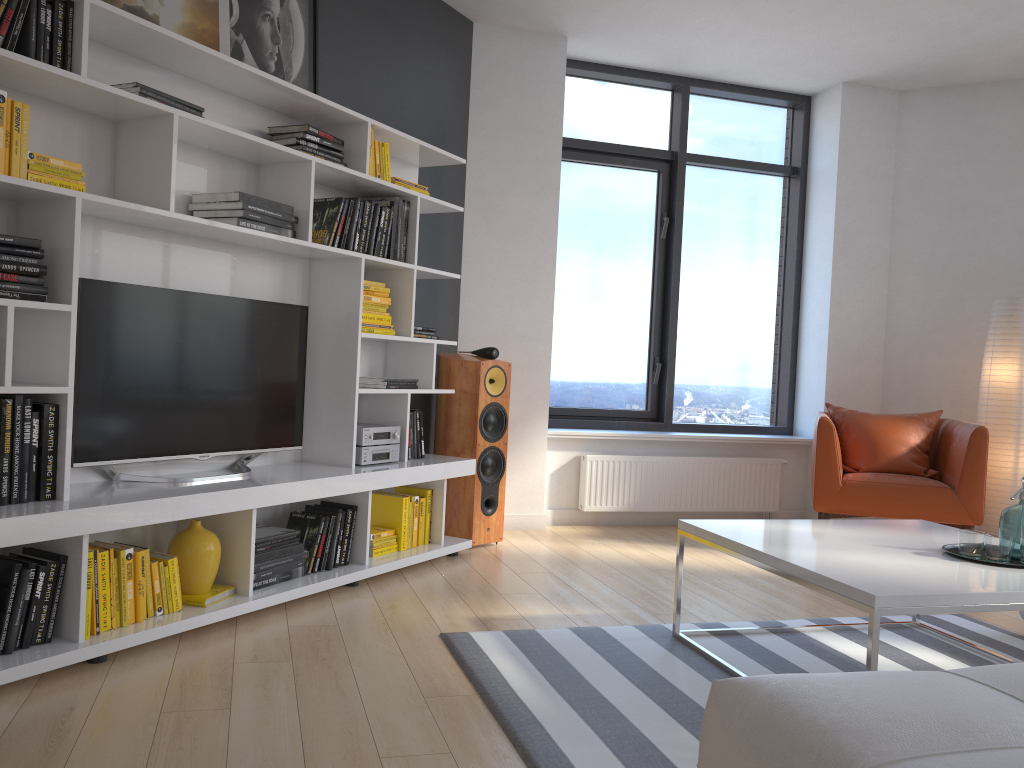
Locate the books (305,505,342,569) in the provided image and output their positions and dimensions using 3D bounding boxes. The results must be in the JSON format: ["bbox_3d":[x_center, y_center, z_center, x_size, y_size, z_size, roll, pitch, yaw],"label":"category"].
[{"bbox_3d":[-0.837,0.662,3.859,0.192,0.254,0.075,3,1,28],"label":"books"}]

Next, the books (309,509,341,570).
[{"bbox_3d":[-0.826,0.671,3.827,0.172,0.242,0.069,3,1,30],"label":"books"}]

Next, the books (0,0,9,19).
[{"bbox_3d":[-1.543,-1.056,2.573,0.166,0.213,0.096,3,1,27],"label":"books"}]

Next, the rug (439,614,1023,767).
[{"bbox_3d":[1.080,0.975,2.749,2.326,0.016,1.662,3,1,-16],"label":"rug"}]

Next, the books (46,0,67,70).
[{"bbox_3d":[-1.449,-1.056,2.735,0.169,0.218,0.038,3,1,29],"label":"books"}]

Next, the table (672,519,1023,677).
[{"bbox_3d":[1.281,0.760,2.927,1.091,0.435,1.091,3,1,-16],"label":"table"}]

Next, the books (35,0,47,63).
[{"bbox_3d":[-1.477,-1.063,2.690,0.176,0.232,0.025,3,1,29],"label":"books"}]

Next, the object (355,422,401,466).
[{"bbox_3d":[-0.713,0.281,4.187,0.270,0.174,0.285,3,1,29],"label":"object"}]

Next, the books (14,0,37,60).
[{"bbox_3d":[-1.485,-1.056,2.666,0.156,0.221,0.021,3,1,29],"label":"books"}]

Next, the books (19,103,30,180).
[{"bbox_3d":[-1.519,-0.716,2.668,0.172,0.234,0.024,3,1,29],"label":"books"}]

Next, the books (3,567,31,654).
[{"bbox_3d":[-1.502,0.657,2.614,0.172,0.242,0.069,3,1,30],"label":"books"}]

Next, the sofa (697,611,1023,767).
[{"bbox_3d":[1.972,0.669,2.225,3.424,0.732,2.614,3,1,-16],"label":"sofa"}]

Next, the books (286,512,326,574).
[{"bbox_3d":[-0.893,0.671,3.750,0.182,0.234,0.104,3,1,29],"label":"books"}]

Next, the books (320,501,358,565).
[{"bbox_3d":[-0.790,0.660,3.945,0.197,0.260,0.066,3,1,29],"label":"books"}]

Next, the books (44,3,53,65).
[{"bbox_3d":[-1.462,-1.048,2.709,0.147,0.200,0.021,3,1,29],"label":"books"}]

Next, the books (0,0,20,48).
[{"bbox_3d":[-1.532,-1.055,2.604,0.171,0.214,0.087,3,1,29],"label":"books"}]

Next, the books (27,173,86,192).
[{"bbox_3d":[-1.459,-0.615,2.758,0.147,0.033,0.190,3,1,29],"label":"books"}]

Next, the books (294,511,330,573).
[{"bbox_3d":[-0.881,0.672,3.782,0.187,0.234,0.096,3,1,29],"label":"books"}]

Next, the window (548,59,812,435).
[{"bbox_3d":[1.095,-0.877,6.084,1.960,2.402,0.170,3,1,-16],"label":"window"}]

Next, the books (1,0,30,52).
[{"bbox_3d":[-1.507,-1.054,2.623,0.154,0.212,0.074,3,1,28],"label":"books"}]

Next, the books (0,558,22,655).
[{"bbox_3d":[-1.537,0.645,2.608,0.197,0.260,0.066,3,1,29],"label":"books"}]

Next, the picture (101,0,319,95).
[{"bbox_3d":[-1.184,-1.546,3.464,0.076,0.707,1.279,3,1,29],"label":"picture"}]

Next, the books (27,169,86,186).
[{"bbox_3d":[-1.461,-0.638,2.760,0.148,0.011,0.196,3,1,29],"label":"books"}]

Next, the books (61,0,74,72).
[{"bbox_3d":[-1.429,-1.062,2.756,0.174,0.230,0.019,3,1,29],"label":"books"}]

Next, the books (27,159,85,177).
[{"bbox_3d":[-1.456,-0.667,2.758,0.134,0.014,0.187,3,1,29],"label":"books"}]

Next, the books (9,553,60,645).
[{"bbox_3d":[-1.480,0.651,2.703,0.191,0.249,0.084,3,1,29],"label":"books"}]

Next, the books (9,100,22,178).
[{"bbox_3d":[-1.528,-0.717,2.643,0.172,0.234,0.024,3,1,29],"label":"books"}]

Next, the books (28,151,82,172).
[{"bbox_3d":[-1.468,-0.688,2.761,0.138,0.026,0.186,3,1,29],"label":"books"}]

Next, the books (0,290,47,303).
[{"bbox_3d":[-1.553,-0.263,2.615,0.189,0.026,0.263,3,1,27],"label":"books"}]

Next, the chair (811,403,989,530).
[{"bbox_3d":[2.226,0.565,5.248,0.896,0.858,0.843,3,1,16],"label":"chair"}]

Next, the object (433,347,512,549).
[{"bbox_3d":[-0.261,0.334,4.928,0.434,1.088,0.290,4,1,44],"label":"object"}]

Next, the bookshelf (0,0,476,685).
[{"bbox_3d":[-1.081,-0.163,3.370,0.455,2.052,3.000,3,1,29],"label":"bookshelf"}]

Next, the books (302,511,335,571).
[{"bbox_3d":[-0.854,0.673,3.803,0.169,0.233,0.081,3,1,28],"label":"books"}]

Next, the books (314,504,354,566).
[{"bbox_3d":[-0.805,0.665,3.915,0.191,0.249,0.084,3,1,29],"label":"books"}]

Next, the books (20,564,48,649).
[{"bbox_3d":[-1.488,0.654,2.664,0.179,0.243,0.071,3,1,28],"label":"books"}]

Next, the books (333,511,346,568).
[{"bbox_3d":[-0.819,0.669,3.880,0.179,0.243,0.068,3,1,27],"label":"books"}]

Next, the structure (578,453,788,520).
[{"bbox_3d":[1.139,0.703,5.803,1.474,0.460,0.110,3,1,-16],"label":"structure"}]

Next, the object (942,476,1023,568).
[{"bbox_3d":[1.566,0.425,2.839,0.330,0.265,0.330,3,1,8],"label":"object"}]

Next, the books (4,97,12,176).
[{"bbox_3d":[-1.543,-0.719,2.624,0.169,0.239,0.023,3,1,29],"label":"books"}]

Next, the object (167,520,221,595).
[{"bbox_3d":[-1.157,0.625,3.229,0.185,0.257,0.185,3,1,6],"label":"object"}]

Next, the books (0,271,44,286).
[{"bbox_3d":[-1.571,-0.317,2.619,0.209,0.030,0.266,3,1,27],"label":"books"}]

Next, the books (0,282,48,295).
[{"bbox_3d":[-1.553,-0.289,2.617,0.189,0.025,0.270,3,1,28],"label":"books"}]

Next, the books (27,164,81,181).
[{"bbox_3d":[-1.446,-0.651,2.746,0.113,0.018,0.169,3,1,30],"label":"books"}]

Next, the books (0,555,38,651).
[{"bbox_3d":[-1.512,0.649,2.647,0.192,0.254,0.075,3,1,28],"label":"books"}]

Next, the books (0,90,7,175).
[{"bbox_3d":[-1.555,-0.725,2.597,0.185,0.250,0.035,3,1,29],"label":"books"}]

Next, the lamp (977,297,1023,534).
[{"bbox_3d":[3.177,0.269,5.223,0.804,1.550,0.502,3,1,34],"label":"lamp"}]

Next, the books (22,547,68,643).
[{"bbox_3d":[-1.464,0.647,2.733,0.197,0.260,0.066,3,1,29],"label":"books"}]
